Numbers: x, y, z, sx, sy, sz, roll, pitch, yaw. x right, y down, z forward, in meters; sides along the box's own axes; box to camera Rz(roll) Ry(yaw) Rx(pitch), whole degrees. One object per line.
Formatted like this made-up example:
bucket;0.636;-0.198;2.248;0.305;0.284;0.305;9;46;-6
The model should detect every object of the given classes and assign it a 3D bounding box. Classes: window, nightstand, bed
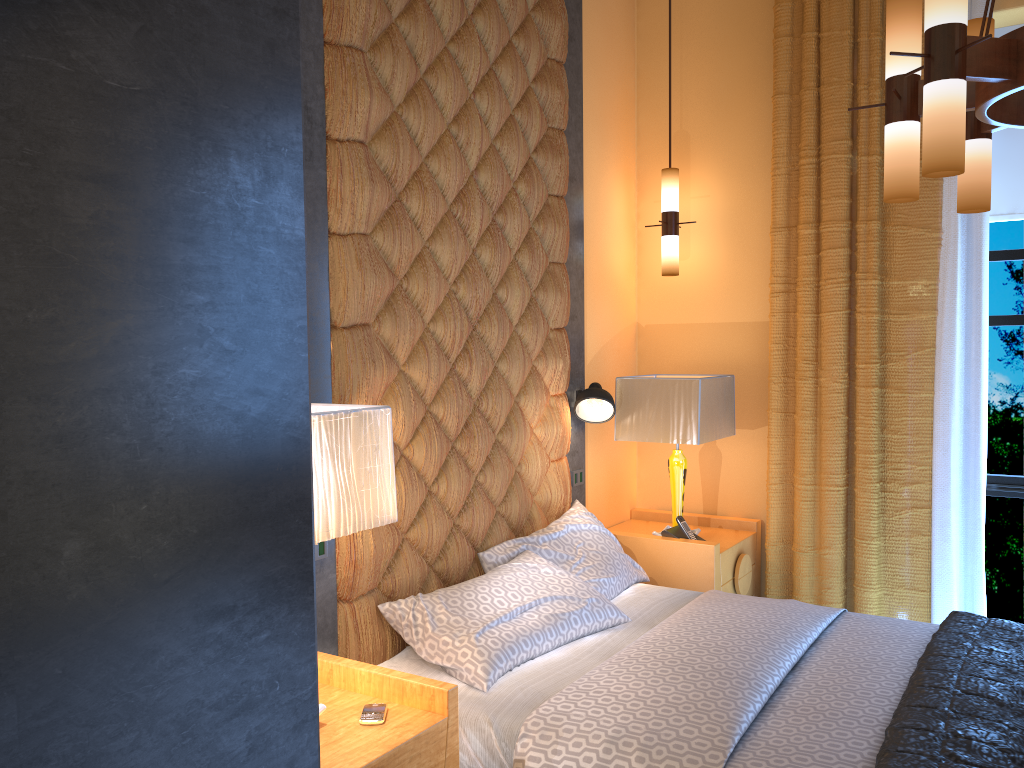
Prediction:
window;2.497;-0.116;3.962;1.200;3.004;0.130;1;4;33
nightstand;0.808;1.043;4.415;0.720;0.691;0.679;1;3;33
bed;0.682;0.986;2.984;2.106;0.825;1.886;1;3;32
nightstand;-0.603;1.144;2.213;0.720;0.701;0.707;1;3;33

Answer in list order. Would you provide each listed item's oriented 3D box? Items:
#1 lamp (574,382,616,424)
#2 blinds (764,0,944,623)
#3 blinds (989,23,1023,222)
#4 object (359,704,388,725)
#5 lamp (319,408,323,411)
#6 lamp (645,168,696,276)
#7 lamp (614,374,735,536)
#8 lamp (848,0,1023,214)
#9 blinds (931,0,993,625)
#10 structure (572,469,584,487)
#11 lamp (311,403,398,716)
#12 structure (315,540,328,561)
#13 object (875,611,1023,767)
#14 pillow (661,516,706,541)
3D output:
lamp;0.557;0.099;4.122;0.568;0.218;0.231;-1;3;-10
blinds;2.259;-0.665;3.596;2.450;4.151;0.134;1;4;33
blinds;2.478;-1.178;3.887;1.200;0.874;0.013;1;4;33
object;-0.356;0.850;2.279;0.064;0.018;0.111;-1;2;-2
lamp;-0.525;0.159;2.673;0.214;0.190;0.185;-2;3;-30
lamp;0.800;-0.816;4.484;0.199;0.532;0.199;-1;3;-12
lamp;0.792;0.362;4.270;0.424;0.803;0.505;1;4;33
lamp;1.421;-1.563;2.023;1.140;2.171;1.140;-3;4;-35
blinds;2.272;-0.647;3.688;2.050;4.081;0.236;1;4;30
structure;0.308;0.442;4.183;0.016;0.071;0.103;2;3;33
lamp;-0.599;0.462;2.181;0.424;0.803;0.505;1;4;33
structure;-0.613;0.511;2.746;0.016;0.071;0.103;2;3;33
object;1.359;0.891;2.537;0.405;0.105;1.459;1;3;32
pillow;1.581;0.852;3.122;1.146;0.407;2.625;-1;2;-16
